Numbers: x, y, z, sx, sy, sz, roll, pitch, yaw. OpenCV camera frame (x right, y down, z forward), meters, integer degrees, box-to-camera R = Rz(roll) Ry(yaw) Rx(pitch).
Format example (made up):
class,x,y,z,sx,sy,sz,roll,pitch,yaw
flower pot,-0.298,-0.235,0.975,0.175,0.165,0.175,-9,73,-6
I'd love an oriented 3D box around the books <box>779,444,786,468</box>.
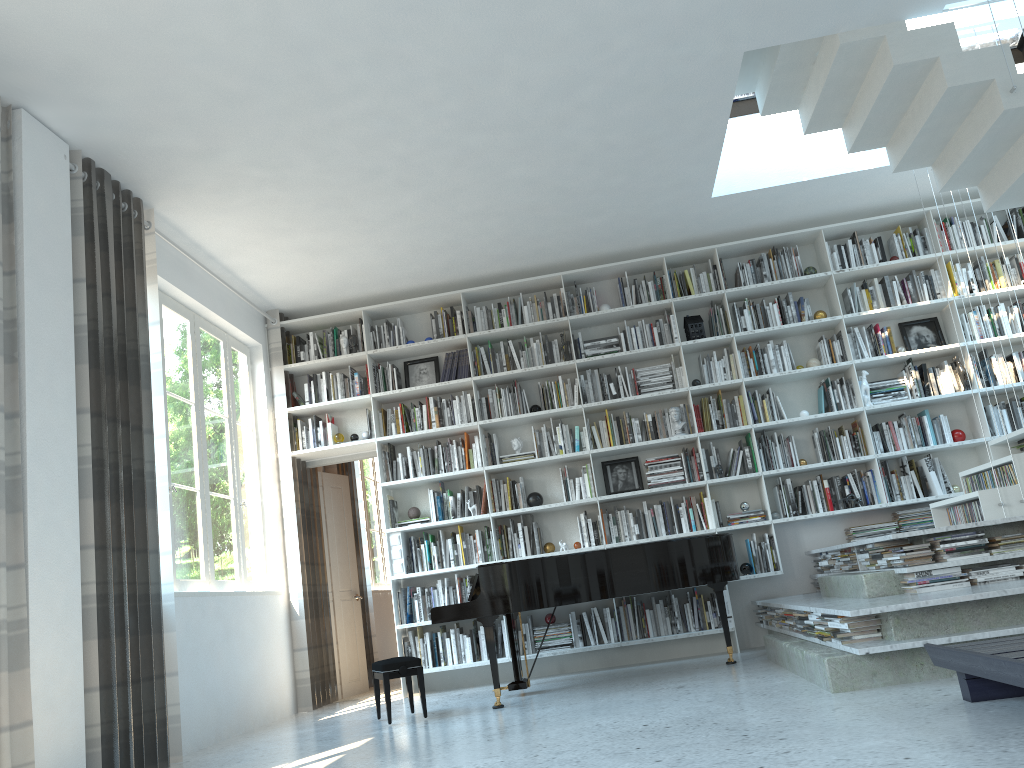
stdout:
class,x,y,z,sx,sy,sz,roll,pitch,yaw
books,2.095,0.582,6.913,0.013,0.202,0.167,-9,-13,5

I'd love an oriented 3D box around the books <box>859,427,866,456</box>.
class,x,y,z,sx,sy,sz,roll,pitch,yaw
books,2.697,0.465,6.872,0.019,0.240,0.134,-9,-13,5

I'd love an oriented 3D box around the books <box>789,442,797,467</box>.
class,x,y,z,sx,sy,sz,roll,pitch,yaw
books,2.170,0.565,6.898,0.014,0.207,0.181,-9,-13,5

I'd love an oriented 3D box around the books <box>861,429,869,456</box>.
class,x,y,z,sx,sy,sz,roll,pitch,yaw
books,2.717,0.469,6.864,0.009,0.223,0.146,-9,-13,5

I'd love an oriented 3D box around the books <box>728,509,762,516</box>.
class,x,y,z,sx,sy,sz,roll,pitch,yaw
books,1.785,0.988,6.798,0.254,0.012,0.161,-12,-14,14

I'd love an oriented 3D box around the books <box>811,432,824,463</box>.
class,x,y,z,sx,sy,sz,roll,pitch,yaw
books,2.376,0.511,6.892,0.019,0.251,0.130,-9,-13,5

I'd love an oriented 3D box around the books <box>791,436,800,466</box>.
class,x,y,z,sx,sy,sz,roll,pitch,yaw
books,2.195,0.541,6.906,0.013,0.250,0.173,-9,-13,5

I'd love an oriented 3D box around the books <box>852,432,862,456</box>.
class,x,y,z,sx,sy,sz,roll,pitch,yaw
books,2.661,0.486,6.862,0.016,0.204,0.142,-9,-13,5

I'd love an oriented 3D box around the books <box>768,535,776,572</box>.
class,x,y,z,sx,sy,sz,roll,pitch,yaw
books,1.949,1.280,6.693,0.015,0.270,0.158,-9,-13,5

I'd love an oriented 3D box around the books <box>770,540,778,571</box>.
class,x,y,z,sx,sy,sz,roll,pitch,yaw
books,1.963,1.293,6.674,0.013,0.232,0.149,-9,-13,5

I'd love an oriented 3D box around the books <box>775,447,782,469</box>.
class,x,y,z,sx,sy,sz,roll,pitch,yaw
books,2.062,0.592,6.899,0.013,0.186,0.184,-9,-14,5

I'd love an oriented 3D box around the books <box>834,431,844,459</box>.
class,x,y,z,sx,sy,sz,roll,pitch,yaw
books,2.528,0.491,6.886,0.030,0.243,0.136,-9,-13,5

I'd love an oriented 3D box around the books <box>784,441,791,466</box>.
class,x,y,z,sx,sy,sz,roll,pitch,yaw
books,2.145,0.565,6.915,0.008,0.222,0.134,-9,-13,5

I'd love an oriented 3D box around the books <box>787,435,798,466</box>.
class,x,y,z,sx,sy,sz,roll,pitch,yaw
books,2.181,0.538,6.908,0.014,0.260,0.142,-9,-13,5

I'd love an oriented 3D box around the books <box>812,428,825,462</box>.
class,x,y,z,sx,sy,sz,roll,pitch,yaw
books,2.391,0.493,6.908,0.016,0.289,0.132,-9,-13,5

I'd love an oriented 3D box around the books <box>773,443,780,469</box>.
class,x,y,z,sx,sy,sz,roll,pitch,yaw
books,2.047,0.580,6.909,0.013,0.217,0.161,-9,-13,5

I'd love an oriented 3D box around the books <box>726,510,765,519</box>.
class,x,y,z,sx,sy,sz,roll,pitch,yaw
books,1.788,1.001,6.801,0.285,0.012,0.160,-10,-14,9

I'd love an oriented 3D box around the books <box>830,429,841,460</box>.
class,x,y,z,sx,sy,sz,roll,pitch,yaw
books,2.488,0.487,6.861,0.018,0.250,0.184,-9,-13,5

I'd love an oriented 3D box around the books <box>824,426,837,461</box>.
class,x,y,z,sx,sy,sz,roll,pitch,yaw
books,2.476,0.479,6.891,0.007,0.284,0.160,-9,-13,5

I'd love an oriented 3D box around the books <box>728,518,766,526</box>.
class,x,y,z,sx,sy,sz,roll,pitch,yaw
books,1.797,1.060,6.790,0.285,0.012,0.160,-11,-14,10

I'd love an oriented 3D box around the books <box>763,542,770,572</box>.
class,x,y,z,sx,sy,sz,roll,pitch,yaw
books,1.906,1.306,6.681,0.012,0.225,0.149,-9,-13,5

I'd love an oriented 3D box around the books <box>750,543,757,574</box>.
class,x,y,z,sx,sy,sz,roll,pitch,yaw
books,1.810,1.323,6.698,0.012,0.228,0.129,-9,-13,5

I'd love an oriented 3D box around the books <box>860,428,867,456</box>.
class,x,y,z,sx,sy,sz,roll,pitch,yaw
books,2.710,0.467,6.875,0.007,0.235,0.132,-9,-13,5

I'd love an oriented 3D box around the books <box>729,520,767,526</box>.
class,x,y,z,sx,sy,sz,roll,pitch,yaw
books,1.798,1.071,6.782,0.285,0.012,0.160,-10,-14,8

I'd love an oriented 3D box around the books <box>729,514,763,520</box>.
class,x,y,z,sx,sy,sz,roll,pitch,yaw
books,1.792,1.025,6.798,0.254,0.012,0.161,-11,-14,10

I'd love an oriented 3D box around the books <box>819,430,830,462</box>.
class,x,y,z,sx,sy,sz,roll,pitch,yaw
books,2.422,0.498,6.888,0.015,0.261,0.150,-9,-13,5

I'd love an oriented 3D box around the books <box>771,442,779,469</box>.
class,x,y,z,sx,sy,sz,roll,pitch,yaw
books,2.034,0.575,6.898,0.011,0.226,0.188,-9,-13,5

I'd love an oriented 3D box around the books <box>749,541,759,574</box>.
class,x,y,z,sx,sy,sz,roll,pitch,yaw
books,1.820,1.308,6.682,0.014,0.245,0.176,-9,-13,5

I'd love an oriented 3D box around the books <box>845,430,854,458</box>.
class,x,y,z,sx,sy,sz,roll,pitch,yaw
books,2.589,0.483,6.857,0.018,0.229,0.182,-9,-13,5

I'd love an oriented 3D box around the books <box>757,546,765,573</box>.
class,x,y,z,sx,sy,sz,roll,pitch,yaw
books,1.870,1.326,6.690,0.013,0.202,0.139,-9,-13,5

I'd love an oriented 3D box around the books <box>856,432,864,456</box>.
class,x,y,z,sx,sy,sz,roll,pitch,yaw
books,2.674,0.483,6.851,0.013,0.203,0.159,-9,-13,5

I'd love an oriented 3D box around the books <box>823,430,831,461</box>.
class,x,y,z,sx,sy,sz,roll,pitch,yaw
books,2.434,0.497,6.886,0.008,0.258,0.159,-9,-13,5

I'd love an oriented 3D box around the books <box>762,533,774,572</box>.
class,x,y,z,sx,sy,sz,roll,pitch,yaw
books,1.927,1.271,6.676,0.021,0.284,0.173,-9,-13,5

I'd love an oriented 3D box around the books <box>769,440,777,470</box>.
class,x,y,z,sx,sy,sz,roll,pitch,yaw
books,2.021,0.569,6.912,0.013,0.248,0.165,-9,-13,5

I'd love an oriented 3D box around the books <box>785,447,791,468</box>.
class,x,y,z,sx,sy,sz,roll,pitch,yaw
books,2.138,0.587,6.909,0.013,0.178,0.141,-9,-13,5

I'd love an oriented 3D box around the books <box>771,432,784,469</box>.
class,x,y,z,sx,sy,sz,roll,pitch,yaw
books,2.067,0.536,6.909,0.014,0.296,0.175,-9,-13,5

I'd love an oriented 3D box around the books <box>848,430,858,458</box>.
class,x,y,z,sx,sy,sz,roll,pitch,yaw
books,2.625,0.479,6.867,0.021,0.231,0.155,-9,-13,5

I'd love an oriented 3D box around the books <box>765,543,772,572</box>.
class,x,y,z,sx,sy,sz,roll,pitch,yaw
books,1.916,1.307,6.662,0.011,0.211,0.179,-9,-13,5

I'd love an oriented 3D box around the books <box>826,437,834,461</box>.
class,x,y,z,sx,sy,sz,roll,pitch,yaw
books,2.459,0.522,6.898,0.031,0.208,0.122,-9,-13,5

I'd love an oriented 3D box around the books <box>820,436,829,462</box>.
class,x,y,z,sx,sy,sz,roll,pitch,yaw
books,2.408,0.519,6.871,0.016,0.215,0.178,-9,-13,5

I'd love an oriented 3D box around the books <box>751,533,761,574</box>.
class,x,y,z,sx,sy,sz,roll,pitch,yaw
books,1.842,1.283,6.704,0.032,0.299,0.149,-9,-13,5

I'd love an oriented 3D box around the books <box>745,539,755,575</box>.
class,x,y,z,sx,sy,sz,roll,pitch,yaw
books,1.798,1.305,6.694,0.005,0.263,0.162,-9,-13,5

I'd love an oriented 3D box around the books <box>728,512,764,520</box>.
class,x,y,z,sx,sy,sz,roll,pitch,yaw
books,1.788,1.011,6.790,0.254,0.012,0.161,-9,-14,5

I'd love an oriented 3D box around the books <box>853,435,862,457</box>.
class,x,y,z,sx,sy,sz,roll,pitch,yaw
books,2.644,0.495,6.834,0.016,0.180,0.189,-9,-14,5

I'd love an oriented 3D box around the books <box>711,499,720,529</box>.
class,x,y,z,sx,sy,sz,roll,pitch,yaw
books,1.573,1.017,6.889,0.027,0.228,0.141,-9,-13,5

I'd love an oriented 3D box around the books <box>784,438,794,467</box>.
class,x,y,z,sx,sy,sz,roll,pitch,yaw
books,2.154,0.553,6.906,0.015,0.237,0.177,-9,-13,5

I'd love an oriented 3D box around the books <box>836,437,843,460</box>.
class,x,y,z,sx,sy,sz,roll,pitch,yaw
books,2.511,0.517,6.851,0.018,0.182,0.182,-9,-14,5

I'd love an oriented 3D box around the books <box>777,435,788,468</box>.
class,x,y,z,sx,sy,sz,roll,pitch,yaw
books,2.101,0.547,6.908,0.012,0.266,0.183,-9,-13,5

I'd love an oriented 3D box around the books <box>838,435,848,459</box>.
class,x,y,z,sx,sy,sz,roll,pitch,yaw
books,2.551,0.507,6.859,0.015,0.194,0.176,-9,-14,5

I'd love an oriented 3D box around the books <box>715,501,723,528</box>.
class,x,y,z,sx,sy,sz,roll,pitch,yaw
books,1.602,1.022,6.887,0.030,0.210,0.137,-9,-13,5

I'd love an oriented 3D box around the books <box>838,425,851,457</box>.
class,x,y,z,sx,sy,sz,roll,pitch,yaw
books,2.574,0.464,6.864,0.006,0.273,0.173,-9,-13,5

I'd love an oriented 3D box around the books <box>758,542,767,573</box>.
class,x,y,z,sx,sy,sz,roll,pitch,yaw
books,1.885,1.306,6.666,0.026,0.224,0.175,-9,-13,5

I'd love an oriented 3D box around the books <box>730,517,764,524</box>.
class,x,y,z,sx,sy,sz,roll,pitch,yaw
books,1.795,1.048,6.790,0.254,0.012,0.161,-11,-14,11

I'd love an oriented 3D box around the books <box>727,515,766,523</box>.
class,x,y,z,sx,sy,sz,roll,pitch,yaw
books,1.793,1.036,6.791,0.285,0.012,0.160,-10,-14,8

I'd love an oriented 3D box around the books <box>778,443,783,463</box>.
class,x,y,z,sx,sy,sz,roll,pitch,yaw
books,2.083,0.563,6.921,0.007,0.246,0.153,-9,-13,5

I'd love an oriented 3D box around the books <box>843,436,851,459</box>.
class,x,y,z,sx,sy,sz,roll,pitch,yaw
books,2.568,0.509,6.852,0.019,0.182,0.191,-9,-14,5

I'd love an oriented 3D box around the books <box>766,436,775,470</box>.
class,x,y,z,sx,sy,sz,roll,pitch,yaw
books,2.010,0.553,6.915,0.005,0.283,0.159,-9,-13,5

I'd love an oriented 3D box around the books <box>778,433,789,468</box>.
class,x,y,z,sx,sy,sz,roll,pitch,yaw
books,2.121,0.538,6.924,0.006,0.284,0.160,-9,-13,5

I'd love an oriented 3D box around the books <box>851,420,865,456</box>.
class,x,y,z,sx,sy,sz,roll,pitch,yaw
books,2.677,0.435,6.854,0.007,0.294,0.162,-9,-13,5
